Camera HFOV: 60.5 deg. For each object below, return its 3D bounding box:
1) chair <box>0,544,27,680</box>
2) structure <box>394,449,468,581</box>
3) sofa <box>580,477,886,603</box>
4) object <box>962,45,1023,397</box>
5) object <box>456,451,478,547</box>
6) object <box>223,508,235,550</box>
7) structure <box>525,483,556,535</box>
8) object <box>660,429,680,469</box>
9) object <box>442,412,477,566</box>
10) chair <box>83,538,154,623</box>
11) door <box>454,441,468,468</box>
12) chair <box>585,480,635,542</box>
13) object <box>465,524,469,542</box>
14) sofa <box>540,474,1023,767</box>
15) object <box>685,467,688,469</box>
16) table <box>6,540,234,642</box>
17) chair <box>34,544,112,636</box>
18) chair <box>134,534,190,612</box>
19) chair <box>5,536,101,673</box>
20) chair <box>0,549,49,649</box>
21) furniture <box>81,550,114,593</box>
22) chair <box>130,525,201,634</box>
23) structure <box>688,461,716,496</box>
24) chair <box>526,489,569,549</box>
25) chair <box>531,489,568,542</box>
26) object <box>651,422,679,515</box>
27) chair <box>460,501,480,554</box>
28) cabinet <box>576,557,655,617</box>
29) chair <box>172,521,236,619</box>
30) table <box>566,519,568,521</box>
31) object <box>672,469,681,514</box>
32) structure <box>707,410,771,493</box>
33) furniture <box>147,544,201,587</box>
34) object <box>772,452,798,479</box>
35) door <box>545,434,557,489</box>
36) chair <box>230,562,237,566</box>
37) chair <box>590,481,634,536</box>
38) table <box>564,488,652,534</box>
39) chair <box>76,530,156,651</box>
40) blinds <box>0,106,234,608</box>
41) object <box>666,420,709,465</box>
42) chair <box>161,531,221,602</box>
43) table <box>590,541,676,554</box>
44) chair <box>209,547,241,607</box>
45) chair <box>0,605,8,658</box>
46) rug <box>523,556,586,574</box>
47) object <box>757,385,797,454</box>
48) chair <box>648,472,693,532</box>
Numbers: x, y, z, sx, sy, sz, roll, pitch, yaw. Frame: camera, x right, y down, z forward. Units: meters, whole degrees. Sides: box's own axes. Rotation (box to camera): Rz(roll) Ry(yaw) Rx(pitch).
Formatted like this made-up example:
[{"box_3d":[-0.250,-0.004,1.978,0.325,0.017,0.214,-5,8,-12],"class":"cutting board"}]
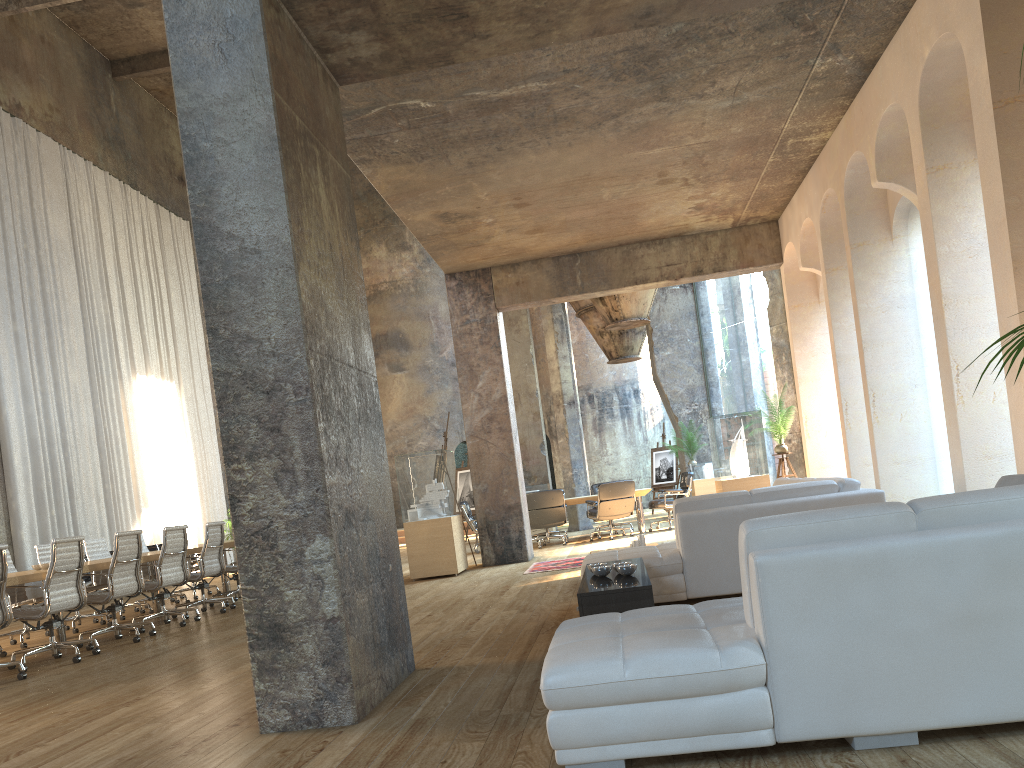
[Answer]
[{"box_3d":[-3.987,1.704,6.321,0.701,1.023,0.665,-8,-2,12],"class":"chair"},{"box_3d":[-0.993,1.636,11.003,0.595,1.545,0.743,-7,-1,6],"class":"structure"},{"box_3d":[1.631,1.241,7.291,2.068,0.719,2.939,-8,-7,6],"class":"sofa"},{"box_3d":[1.769,-0.039,1.650,1.407,1.809,1.356,-8,-2,12],"class":"object"},{"box_3d":[-0.812,2.088,16.988,0.708,2.143,0.679,-8,0,38],"class":"object"},{"box_3d":[-6.478,3.637,20.877,1.091,1.454,1.134,-7,-2,-3],"class":"object"},{"box_3d":[0.424,2.539,17.557,0.745,1.012,0.736,-8,-2,6],"class":"structure"},{"box_3d":[3.656,1.413,19.399,0.693,0.938,0.856,-9,-3,27],"class":"object"},{"box_3d":[-0.945,1.467,11.889,0.686,2.143,0.701,-7,0,5],"class":"object"},{"box_3d":[-4.851,2.391,10.904,0.701,1.023,0.665,-8,-2,12],"class":"chair"},{"box_3d":[-1.303,2.829,25.913,0.896,2.292,0.092,-7,0,-35],"class":"door"},{"box_3d":[1.527,1.982,13.767,0.726,0.890,0.829,-7,-3,-20],"class":"chair"},{"box_3d":[-0.697,2.309,18.877,0.690,2.143,0.696,-8,0,32],"class":"object"},{"box_3d":[1.145,0.783,3.115,2.071,0.719,1.074,-8,-5,6],"class":"sofa"},{"box_3d":[3.617,2.057,16.870,0.576,0.970,0.654,-9,-2,42],"class":"object"},{"box_3d":[-4.322,2.292,9.614,1.604,0.755,7.741,-8,-7,6],"class":"table"},{"box_3d":[-4.953,2.292,10.011,0.702,1.023,0.664,-8,-2,15],"class":"chair"},{"box_3d":[-4.747,2.491,11.816,0.701,1.023,0.665,-8,-2,10],"class":"chair"},{"box_3d":[-3.875,1.807,7.263,0.701,1.023,0.665,-8,-2,10],"class":"chair"},{"box_3d":[-5.058,2.197,9.136,0.701,1.023,0.665,-8,-2,12],"class":"chair"},{"box_3d":[-6.772,3.241,14.961,0.710,0.838,1.878,-8,-6,6],"class":"furniture"},{"box_3d":[-3.669,2.006,9.068,0.702,1.023,0.664,-8,-2,15],"class":"chair"},{"box_3d":[3.636,1.905,15.850,0.736,1.012,0.744,-8,-2,6],"class":"structure"},{"box_3d":[0.528,2.124,13.856,0.729,0.890,0.825,-7,-3,0],"class":"chair"},{"box_3d":[0.599,2.301,15.341,0.732,0.890,0.821,-8,-3,13],"class":"chair"},{"box_3d":[3.598,1.957,20.550,0.707,2.143,0.679,-8,0,35],"class":"object"},{"box_3d":[-0.424,2.355,14.708,0.821,0.891,0.732,-8,-3,3],"class":"chair"},{"box_3d":[0.603,1.279,5.092,0.396,0.368,1.567,-8,-7,6],"class":"cabinet"},{"box_3d":[-3.564,2.102,9.943,0.701,1.023,0.665,-8,-2,12],"class":"chair"},{"box_3d":[1.673,3.005,20.713,1.874,0.545,0.944,-8,-5,7],"class":"table"},{"box_3d":[3.831,2.343,19.376,0.658,0.970,0.572,-7,-1,1],"class":"object"},{"box_3d":[2.978,1.173,11.450,0.595,1.545,0.743,-7,-1,6],"class":"structure"},{"box_3d":[-6.495,3.502,17.334,0.710,0.838,1.878,-8,-6,6],"class":"furniture"},{"box_3d":[3.637,1.427,11.856,0.654,0.970,0.576,-6,-2,-30],"class":"object"},{"box_3d":[1.046,2.654,25.625,0.110,2.627,0.911,-8,0,-41],"class":"door"},{"box_3d":[-3.359,2.298,11.721,0.702,1.023,0.664,-8,-2,15],"class":"chair"},{"box_3d":[1.698,2.140,15.207,0.731,0.890,0.823,-8,-3,7],"class":"chair"},{"box_3d":[1.117,2.224,14.513,2.415,0.698,1.108,-8,-5,7],"class":"table"},{"box_3d":[-3.770,1.908,8.175,0.701,1.023,0.665,-8,-2,12],"class":"chair"},{"box_3d":[-7.969,-0.200,18.170,0.275,8.624,7.843,-7,-3,7],"class":"blinds"},{"box_3d":[3.350,1.147,16.958,0.861,0.938,0.688,-8,-2,9],"class":"object"},{"box_3d":[-1.846,2.187,12.362,12.975,1.028,31.614,-8,-7,6],"class":"chair"},{"box_3d":[1.185,1.676,8.362,0.861,0.246,0.371,-8,-5,7],"class":"table"},{"box_3d":[-3.450,2.203,10.869,0.700,1.023,0.666,-8,-2,6],"class":"chair"},{"box_3d":[-5.154,2.093,8.208,0.700,1.023,0.666,-8,-2,6],"class":"chair"},{"box_3d":[1.406,1.996,10.223,2.467,0.009,1.351,-8,-7,7],"class":"rug"},{"box_3d":[3.575,0.478,11.845,0.687,0.937,0.863,-7,-3,-3],"class":"object"},{"box_3d":[2.572,1.916,14.333,0.821,0.891,0.732,-7,-3,1],"class":"chair"}]
